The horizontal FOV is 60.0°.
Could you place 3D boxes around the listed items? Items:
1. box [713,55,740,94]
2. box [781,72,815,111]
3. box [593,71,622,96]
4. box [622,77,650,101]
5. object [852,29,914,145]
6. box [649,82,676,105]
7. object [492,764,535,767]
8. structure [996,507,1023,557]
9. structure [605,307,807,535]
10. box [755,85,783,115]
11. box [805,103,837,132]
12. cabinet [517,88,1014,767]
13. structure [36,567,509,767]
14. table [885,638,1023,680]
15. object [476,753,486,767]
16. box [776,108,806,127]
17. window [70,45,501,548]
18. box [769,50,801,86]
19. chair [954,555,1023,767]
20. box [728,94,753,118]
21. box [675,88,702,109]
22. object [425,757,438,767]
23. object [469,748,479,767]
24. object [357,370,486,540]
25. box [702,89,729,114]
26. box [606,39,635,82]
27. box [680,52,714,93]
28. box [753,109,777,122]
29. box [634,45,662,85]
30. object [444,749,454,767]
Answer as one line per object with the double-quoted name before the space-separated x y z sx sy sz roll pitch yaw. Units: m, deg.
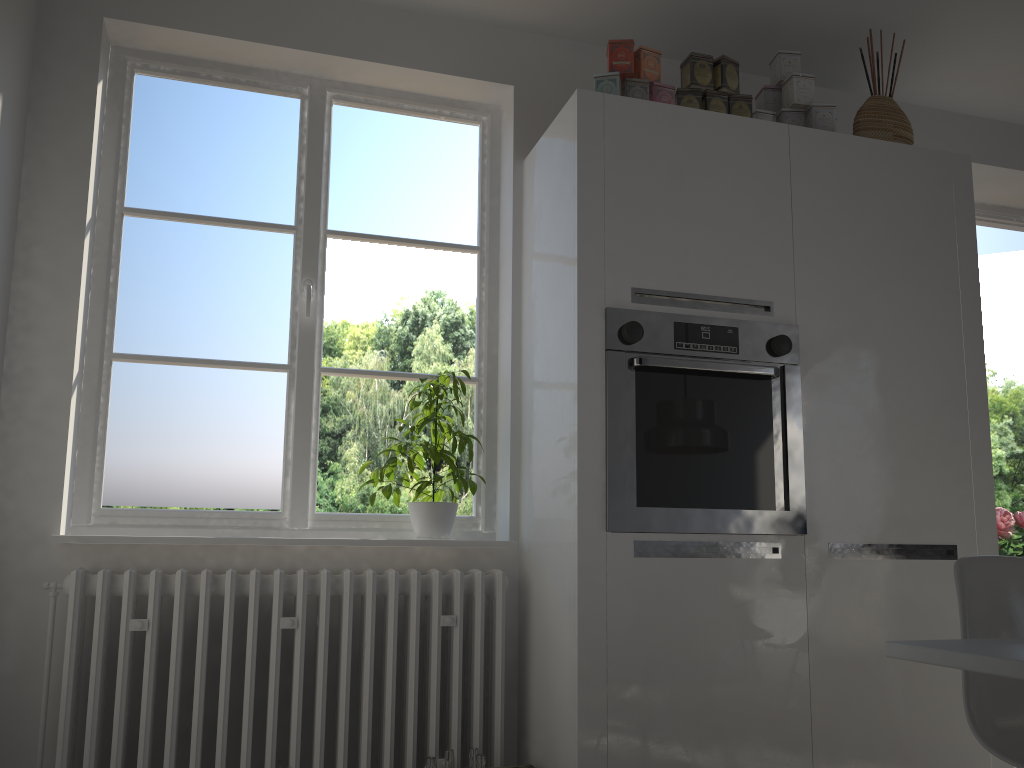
"box" 0.655 -0.948 2.760 0.081 0.110 0.081 7 -11 -36
"box" 0.920 -0.929 2.848 0.081 0.110 0.081 3 -9 -12
"box" 0.287 -0.861 2.651 0.081 0.110 0.081 -2 -9 13
"box" 0.368 -0.855 2.681 0.081 0.110 0.081 3 -9 -12
"object" 1.216 -0.944 2.917 0.229 0.449 0.091 3 -9 -16
"box" 0.447 -0.849 2.709 0.081 0.110 0.081 4 -10 -22
"object" -0.076 1.144 2.315 0.374 0.202 0.321 4 -10 -17
"structure" 2.560 1.183 5.288 1.176 1.273 1.269 3 -10 -15
"structure" 0.565 0.135 2.603 0.727 0.606 0.323 4 -9 -17
"box" 0.854 -0.915 2.925 0.081 0.110 0.081 2 -9 -7
"box" 0.979 -0.824 2.815 0.081 0.110 0.081 1 -9 -2
"cabinet" 0.757 0.284 2.788 1.378 2.084 0.515 3 -9 -17
"structure" -1.026 0.871 2.344 2.102 0.756 0.176 4 -9 -17
"table" 1.598 0.732 1.279 1.827 0.656 0.818 4 -10 -17
"object" -0.084 1.114 2.347 0.065 0.254 0.066 1 -9 -1
"box" 0.895 -0.818 2.850 0.081 0.110 0.081 1 -9 -2
"window" -0.657 -0.264 2.860 1.287 1.554 0.117 3 -9 -17
"box" 0.899 -1.027 2.916 0.081 0.110 0.081 2 -9 -7
"chair" 1.105 0.717 1.599 0.465 0.796 0.545 3 -10 -17
"box" 0.702 -0.835 2.767 0.081 0.110 0.081 2 -9 -7
"box" 0.540 -0.843 2.733 0.081 0.110 0.081 1 -9 -2
"object" -0.214 1.105 2.306 0.065 0.254 0.066 -1 -9 10
"object" -0.106 1.127 2.416 0.065 0.254 0.066 1 -9 -1
"object" -0.270 0.221 2.768 0.375 0.527 0.329 5 -10 -26
"box" 0.619 -0.840 2.746 0.081 0.110 0.081 3 -10 -17
"box" 0.327 -0.968 2.674 0.081 0.110 0.081 0 -9 3
"box" 0.572 -0.952 2.742 0.081 0.110 0.081 3 -10 -17
"box" 0.803 -0.816 2.863 0.081 0.110 0.081 3 -10 -17
"box" 0.405 -0.960 2.714 0.081 0.110 0.081 5 -10 -26
"object" -0.172 1.122 2.396 0.065 0.254 0.066 -3 -10 25
